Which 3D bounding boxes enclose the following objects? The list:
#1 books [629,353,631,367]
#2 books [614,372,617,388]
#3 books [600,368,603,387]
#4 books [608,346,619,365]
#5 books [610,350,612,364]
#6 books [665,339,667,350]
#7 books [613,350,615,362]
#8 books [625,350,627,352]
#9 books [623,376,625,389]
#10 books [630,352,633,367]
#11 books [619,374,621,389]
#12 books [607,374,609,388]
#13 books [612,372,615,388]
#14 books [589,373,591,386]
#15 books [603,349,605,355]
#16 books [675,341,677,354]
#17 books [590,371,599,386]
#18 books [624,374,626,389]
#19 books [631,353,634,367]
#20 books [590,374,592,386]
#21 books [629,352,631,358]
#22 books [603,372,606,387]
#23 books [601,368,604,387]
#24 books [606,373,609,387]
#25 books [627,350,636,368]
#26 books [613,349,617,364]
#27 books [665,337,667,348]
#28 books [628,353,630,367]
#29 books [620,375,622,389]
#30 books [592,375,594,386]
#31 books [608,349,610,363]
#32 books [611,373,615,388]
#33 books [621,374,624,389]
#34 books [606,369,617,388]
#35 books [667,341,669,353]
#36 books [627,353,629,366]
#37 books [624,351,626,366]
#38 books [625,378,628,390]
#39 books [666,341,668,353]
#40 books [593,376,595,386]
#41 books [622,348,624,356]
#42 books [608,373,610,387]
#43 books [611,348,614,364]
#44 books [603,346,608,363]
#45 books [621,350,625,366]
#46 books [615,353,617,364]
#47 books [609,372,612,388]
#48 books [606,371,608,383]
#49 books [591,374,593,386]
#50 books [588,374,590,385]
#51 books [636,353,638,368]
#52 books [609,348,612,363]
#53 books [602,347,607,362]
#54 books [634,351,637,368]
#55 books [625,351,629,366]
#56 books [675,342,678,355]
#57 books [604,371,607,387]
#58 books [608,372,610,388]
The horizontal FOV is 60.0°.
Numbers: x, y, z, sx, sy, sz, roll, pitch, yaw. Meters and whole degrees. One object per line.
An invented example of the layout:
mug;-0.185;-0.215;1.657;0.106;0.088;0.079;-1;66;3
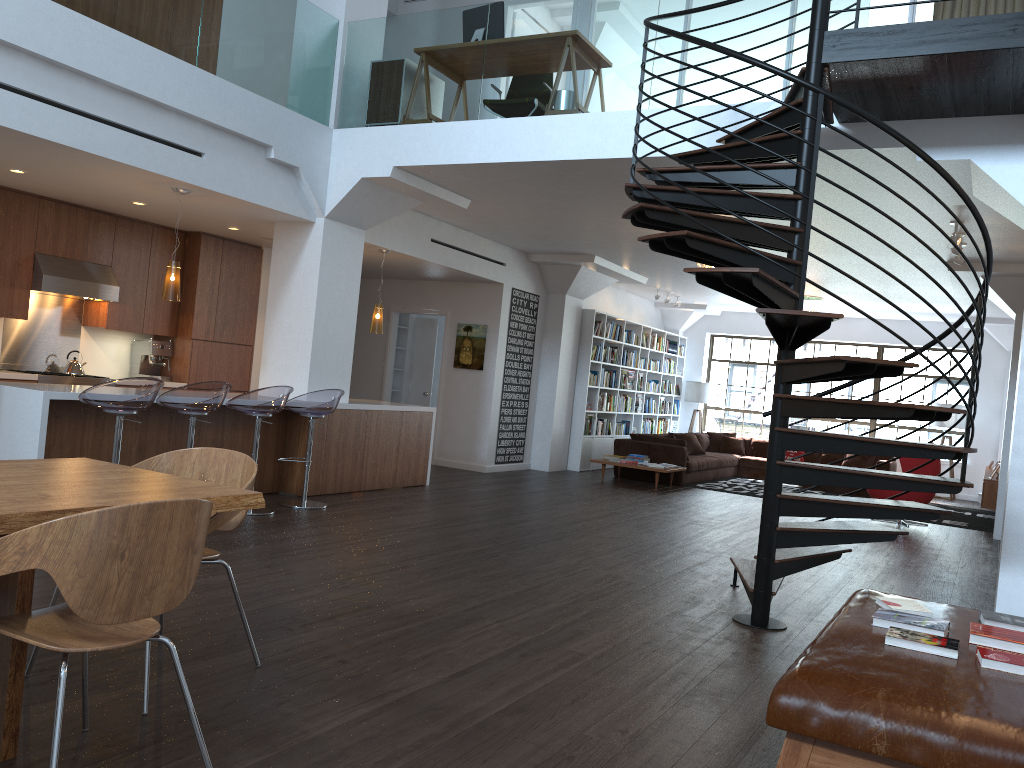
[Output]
books;1.873;-0.399;14.643;0.161;0.223;0.027;6;0;29
books;1.573;-0.063;14.150;0.182;0.253;0.034;6;0;29
books;1.293;-0.106;13.666;0.197;0.283;0.065;6;0;29
books;1.603;-0.455;14.195;0.198;0.284;0.049;6;0;29
books;1.483;-0.436;13.958;0.161;0.223;0.033;6;0;29
books;2.727;-0.704;16.173;0.160;0.251;0.031;6;0;29
books;1.537;-0.431;14.049;0.161;0.223;0.033;6;0;29
books;1.770;-0.427;14.499;0.180;0.259;0.060;6;0;29
books;1.766;-0.030;14.512;0.161;0.223;0.032;6;0;29
books;1.900;-0.408;14.706;0.170;0.245;0.057;6;0;29
books;1.658;-0.071;14.356;0.198;0.284;0.049;6;0;29
books;1.434;-0.061;13.909;0.161;0.223;0.026;6;0;29
books;1.547;-0.066;14.125;0.182;0.253;0.034;6;0;29
books;1.102;-0.080;13.286;0.136;0.196;0.045;6;0;29
books;1.324;-0.443;13.648;0.161;0.207;0.135;6;0;29
books;2.993;-0.680;16.669;0.183;0.253;0.042;6;0;29
books;1.241;-0.084;13.538;0.140;0.231;0.042;6;0;29
books;1.772;-0.045;14.551;0.183;0.253;0.042;6;0;29
books;1.927;-0.402;14.750;0.174;0.239;0.045;6;0;29
books;1.132;-0.068;13.330;0.128;0.178;0.022;6;0;29
books;1.879;-0.412;14.670;0.159;0.250;0.026;6;0;29
books;1.365;-0.077;13.782;0.174;0.239;0.045;6;0;29
books;1.326;-0.106;13.717;0.176;0.290;0.053;6;0;29
books;1.424;-0.063;13.885;0.161;0.223;0.027;6;0;29
books;1.962;-0.424;14.820;0.176;0.290;0.053;6;0;29
books;1.562;-0.437;14.086;0.174;0.240;0.054;6;0;29
books;2.702;-0.724;16.141;0.198;0.284;0.049;6;0;29
books;1.858;-0.401;14.621;0.161;0.223;0.026;6;0;29
books;1.705;-0.036;14.410;0.161;0.223;0.032;6;0;29
books;1.177;-0.060;13.411;0.109;0.171;0.018;6;0;29
books;1.448;-0.453;13.893;0.160;0.251;0.039;6;0;29
books;1.534;-0.060;14.087;0.174;0.239;0.045;6;0;29
books;1.727;-0.042;14.448;0.174;0.240;0.054;6;0;29
books;1.595;-0.080;14.210;0.176;0.294;0.102;6;0;29
books;2.784;-0.685;16.250;0.161;0.223;0.032;6;0;29
books;1.836;-0.407;14.596;0.167;0.230;0.037;6;0;29
books;1.764;-0.418;14.442;0.174;0.239;0.045;6;0;29
books;1.837;-0.014;14.652;0.161;0.207;0.135;6;0;28
books;2.761;-0.687;16.227;0.161;0.223;0.033;6;0;29
books;1.190;-0.050;13.424;0.110;0.153;0.019;6;0;29
books;1.696;-0.450;14.325;0.176;0.294;0.102;6;0;29
books;1.443;-0.065;13.942;0.167;0.230;0.037;6;0;29
books;1.501;-0.450;13.992;0.183;0.253;0.042;6;0;29
books;1.391;-0.460;13.780;0.183;0.253;0.042;6;0;29
books;1.733;-0.428;14.375;0.182;0.253;0.034;6;0;29
books;1.582;-0.427;14.124;0.161;0.223;0.032;6;0;29
books;1.485;-0.072;13.999;0.182;0.253;0.034;6;0;29
books;1.405;-0.078;13.866;0.159;0.250;0.026;6;0;29
books;1.147;-0.069;13.376;0.134;0.184;0.030;6;0;29
books;1.085;-0.079;13.248;0.139;0.191;0.036;6;0;29
books;2.032;-0.397;14.933;0.159;0.250;0.026;6;0;29
books;1.469;-0.449;13.926;0.171;0.246;0.039;6;0;29
books;1.346;-0.455;13.701;0.174;0.236;0.142;6;0;29
books;1.986;-0.419;14.875;0.197;0.283;0.065;6;0;29
books;1.811;-0.420;14.530;0.182;0.253;0.034;6;0;29
books;3.016;-0.678;16.706;0.183;0.253;0.042;6;0;29
books;1.387;-0.078;13.828;0.170;0.245;0.057;6;0;29
books;1.449;-0.075;13.980;0.182;0.253;0.034;6;0;29
